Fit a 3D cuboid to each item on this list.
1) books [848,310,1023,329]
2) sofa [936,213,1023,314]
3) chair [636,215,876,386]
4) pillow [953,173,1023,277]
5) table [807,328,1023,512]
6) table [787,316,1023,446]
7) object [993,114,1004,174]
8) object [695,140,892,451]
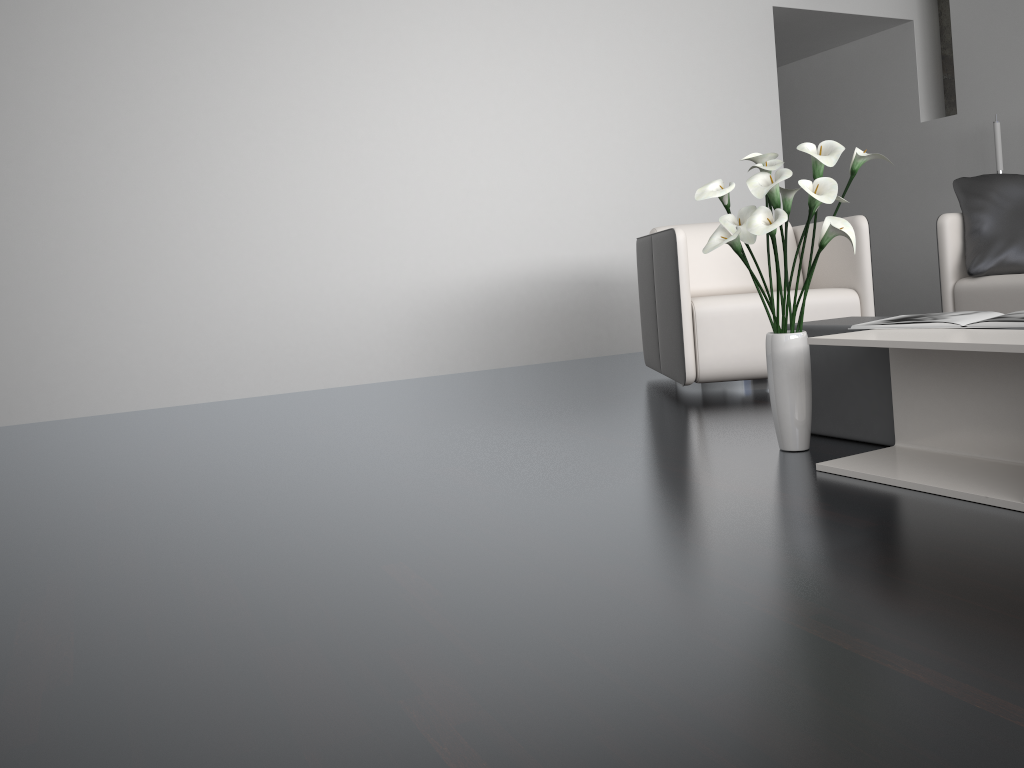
[{"bbox_3d":[1.177,-0.162,2.184,0.548,0.017,0.361,2,9,44],"label":"books"},{"bbox_3d":[2.774,-0.424,3.039,0.923,0.658,2.242,-6,7,-28],"label":"sofa"},{"bbox_3d":[0.999,-0.394,3.816,0.767,0.659,0.924,-4,4,-1],"label":"chair"},{"bbox_3d":[2.200,-0.687,3.721,0.564,0.449,0.279,-3,2,18],"label":"pillow"},{"bbox_3d":[1.070,0.064,1.731,0.300,0.313,0.970,-6,6,-28],"label":"table"},{"bbox_3d":[1.229,0.009,2.105,0.300,0.312,1.260,-6,6,-28],"label":"table"},{"bbox_3d":[3.305,-1.121,5.925,0.181,1.393,0.179,-4,0,-26],"label":"object"},{"bbox_3d":[0.720,-0.213,2.233,0.449,0.796,0.376,-5,2,-43],"label":"object"}]
